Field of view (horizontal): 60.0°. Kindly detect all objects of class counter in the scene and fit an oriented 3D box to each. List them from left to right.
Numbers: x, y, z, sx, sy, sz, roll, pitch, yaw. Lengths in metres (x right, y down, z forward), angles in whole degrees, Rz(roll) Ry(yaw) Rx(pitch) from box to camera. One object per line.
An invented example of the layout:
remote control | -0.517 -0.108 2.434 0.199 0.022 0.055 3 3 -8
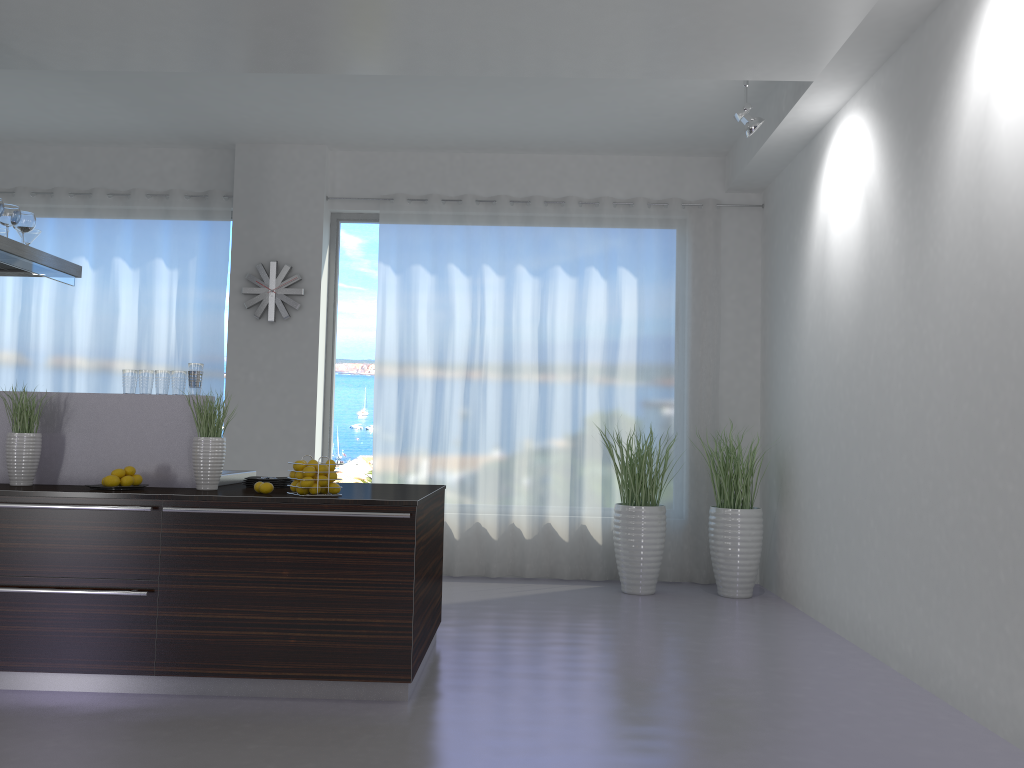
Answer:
counter | -2.036 0.703 4.438 3.291 1.300 1.302 1 -4 1

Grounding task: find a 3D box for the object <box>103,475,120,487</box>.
object | -1.808 0.440 4.007 0.070 0.058 0.060 1 -4 0

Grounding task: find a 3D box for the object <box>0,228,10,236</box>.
object | -3.010 -0.815 5.168 0.137 0.174 0.137 4 -4 -34

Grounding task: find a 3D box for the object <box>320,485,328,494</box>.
object | -0.850 0.472 4.010 0.061 0.055 0.050 5 -5 -43

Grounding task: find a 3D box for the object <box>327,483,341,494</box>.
object | -0.800 0.469 3.979 0.053 0.052 0.062 -2 -5 40

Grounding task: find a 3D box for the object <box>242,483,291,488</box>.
object | -1.230 0.513 4.490 0.232 0.020 0.232 1 -4 10

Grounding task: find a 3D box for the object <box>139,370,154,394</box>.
object | -1.795 -0.007 4.350 0.072 0.119 0.071 -2 -5 41

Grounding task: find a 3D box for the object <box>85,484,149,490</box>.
object | -1.805 0.471 4.057 0.232 0.020 0.232 1 -4 10

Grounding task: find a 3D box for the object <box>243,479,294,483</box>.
object | -1.230 0.493 4.491 0.232 0.020 0.232 1 -4 5

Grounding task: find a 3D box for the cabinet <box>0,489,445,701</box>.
cabinet | -2.044 0.926 4.414 3.285 0.852 1.377 1 -4 1

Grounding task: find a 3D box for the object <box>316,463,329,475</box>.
object | -0.846 0.381 3.958 0.051 0.053 0.063 0 -4 14

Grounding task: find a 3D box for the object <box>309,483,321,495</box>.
object | -0.874 0.465 3.932 0.051 0.053 0.063 1 -4 9

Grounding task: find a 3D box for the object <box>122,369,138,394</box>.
object | -1.876 -0.009 4.352 0.072 0.119 0.071 4 -4 -39

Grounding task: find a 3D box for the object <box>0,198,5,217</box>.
object | -2.730 -0.864 4.638 0.125 0.221 0.125 0 -4 26

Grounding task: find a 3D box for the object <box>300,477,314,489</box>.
object | -0.903 0.434 3.906 0.061 0.054 0.052 3 -4 -22

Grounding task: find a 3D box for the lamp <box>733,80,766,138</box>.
lamp | 1.453 -1.756 5.415 0.185 0.511 0.150 1 -4 1

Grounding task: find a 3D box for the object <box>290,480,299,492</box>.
object | -0.970 0.460 3.999 0.060 0.057 0.052 1 -4 3

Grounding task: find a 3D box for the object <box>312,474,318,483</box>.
object | -0.871 0.428 3.968 0.051 0.053 0.062 1 -4 9

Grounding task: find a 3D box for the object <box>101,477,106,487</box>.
object | -1.844 0.447 4.054 0.063 0.051 0.053 1 -4 5

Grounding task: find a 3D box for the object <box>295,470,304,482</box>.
object | -0.939 0.413 3.972 0.062 0.053 0.052 3 -4 -27

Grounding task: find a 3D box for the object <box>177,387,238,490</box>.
object | -1.411 0.244 4.152 0.247 0.502 0.269 -2 -5 44

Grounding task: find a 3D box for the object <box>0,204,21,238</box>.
object | -2.728 -0.854 4.796 0.125 0.221 0.125 0 -4 26

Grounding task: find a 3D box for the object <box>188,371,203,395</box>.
object | -1.553 -0.002 4.345 0.072 0.119 0.071 -2 -5 41

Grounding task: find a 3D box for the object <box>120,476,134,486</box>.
object | -1.758 0.445 4.048 0.061 0.054 0.052 3 -4 -22

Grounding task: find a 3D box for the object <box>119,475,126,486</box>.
object | -1.793 0.447 4.095 0.057 0.060 0.071 1 -4 3

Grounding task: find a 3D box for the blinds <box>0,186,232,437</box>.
blinds | -3.983 -0.081 7.300 3.245 3.112 0.120 1 -4 1

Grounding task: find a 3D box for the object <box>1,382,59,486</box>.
object | -2.300 0.223 4.146 0.269 0.502 0.247 1 -4 1

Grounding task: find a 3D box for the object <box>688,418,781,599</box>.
object | 1.602 0.905 6.623 0.656 1.334 0.713 2 -4 -14

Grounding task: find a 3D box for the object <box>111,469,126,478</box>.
object | -1.801 0.410 4.055 0.061 0.047 0.053 1 -4 4

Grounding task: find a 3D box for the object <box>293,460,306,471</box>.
object | -0.955 0.369 3.987 0.053 0.051 0.063 4 -5 -41

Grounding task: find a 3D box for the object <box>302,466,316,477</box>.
object | -0.901 0.390 3.936 0.061 0.052 0.053 0 -4 14

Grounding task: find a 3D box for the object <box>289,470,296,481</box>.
object | -0.980 0.413 4.018 0.053 0.051 0.063 3 -4 -30

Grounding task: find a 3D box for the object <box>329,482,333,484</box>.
object | -0.850 0.451 4.054 0.052 0.053 0.062 -1 -4 38

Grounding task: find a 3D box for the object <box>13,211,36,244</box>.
object | -2.725 -0.845 4.942 0.125 0.221 0.125 0 -4 26

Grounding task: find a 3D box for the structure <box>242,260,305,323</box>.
structure | -1.938 -0.751 7.187 0.505 0.505 0.076 1 -4 1

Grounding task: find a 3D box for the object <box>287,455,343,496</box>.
object | -0.889 0.411 4.002 0.189 0.174 0.207 4 -4 -34

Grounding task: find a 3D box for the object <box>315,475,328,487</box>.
object | -0.847 0.431 3.948 0.061 0.055 0.051 3 -4 -20

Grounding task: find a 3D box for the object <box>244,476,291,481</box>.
object | -1.397 0.421 4.578 0.646 0.147 0.269 0 -4 26

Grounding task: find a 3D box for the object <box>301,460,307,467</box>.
object | -0.957 0.376 4.039 0.052 0.060 0.057 2 -4 -11

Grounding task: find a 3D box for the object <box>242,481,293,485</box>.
object | -1.230 0.503 4.490 0.232 0.020 0.232 1 -4 10

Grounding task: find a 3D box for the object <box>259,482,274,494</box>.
object | -1.100 0.466 3.969 0.063 0.051 0.053 1 -4 5

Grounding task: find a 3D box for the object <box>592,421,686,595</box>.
object | 0.941 0.888 6.605 0.713 1.334 0.656 1 -4 1

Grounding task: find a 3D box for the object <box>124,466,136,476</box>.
object | -1.767 0.403 4.097 0.053 0.048 0.063 4 -4 -33

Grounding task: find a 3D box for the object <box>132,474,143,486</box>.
object | -1.741 0.444 4.104 0.051 0.053 0.063 -2 -5 41

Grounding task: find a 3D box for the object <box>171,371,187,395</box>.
object | -1.634 -0.004 4.347 0.072 0.119 0.071 -2 -5 41

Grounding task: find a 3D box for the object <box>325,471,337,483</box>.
object | -0.817 0.420 4.000 0.061 0.054 0.053 5 -5 -43

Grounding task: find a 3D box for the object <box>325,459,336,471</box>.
object | -0.824 0.372 4.022 0.050 0.060 0.059 1 -4 1

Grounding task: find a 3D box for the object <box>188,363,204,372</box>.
object | -1.552 -0.041 4.347 0.072 0.119 0.071 -2 -5 41

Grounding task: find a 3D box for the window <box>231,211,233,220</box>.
window | -3.811 -0.251 7.531 3.000 2.500 0.100 1 -4 1

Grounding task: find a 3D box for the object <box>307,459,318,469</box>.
object | -0.898 0.368 4.005 0.051 0.053 0.063 1 -4 3

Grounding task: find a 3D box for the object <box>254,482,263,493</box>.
object | -1.140 0.468 4.018 0.053 0.051 0.063 3 -4 -30

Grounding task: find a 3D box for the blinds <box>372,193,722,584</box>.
blinds | 0.282 0.012 7.212 2.830 3.112 0.120 1 -4 1

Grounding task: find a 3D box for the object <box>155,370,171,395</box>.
object | -1.715 -0.006 4.348 0.072 0.119 0.071 -2 -5 41

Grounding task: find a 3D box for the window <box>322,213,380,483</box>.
window | -0.063 -0.169 7.454 3.000 2.500 0.100 1 -4 1

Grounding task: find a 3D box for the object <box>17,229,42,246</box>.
object | -2.821 -0.810 5.164 0.137 0.174 0.137 4 -4 -34

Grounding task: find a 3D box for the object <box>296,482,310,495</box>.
object | -0.927 0.464 3.956 0.064 0.063 0.074 0 -4 22

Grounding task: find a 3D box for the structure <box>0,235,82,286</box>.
structure | -3.073 -1.230 4.923 0.981 1.231 0.915 1 -4 1
